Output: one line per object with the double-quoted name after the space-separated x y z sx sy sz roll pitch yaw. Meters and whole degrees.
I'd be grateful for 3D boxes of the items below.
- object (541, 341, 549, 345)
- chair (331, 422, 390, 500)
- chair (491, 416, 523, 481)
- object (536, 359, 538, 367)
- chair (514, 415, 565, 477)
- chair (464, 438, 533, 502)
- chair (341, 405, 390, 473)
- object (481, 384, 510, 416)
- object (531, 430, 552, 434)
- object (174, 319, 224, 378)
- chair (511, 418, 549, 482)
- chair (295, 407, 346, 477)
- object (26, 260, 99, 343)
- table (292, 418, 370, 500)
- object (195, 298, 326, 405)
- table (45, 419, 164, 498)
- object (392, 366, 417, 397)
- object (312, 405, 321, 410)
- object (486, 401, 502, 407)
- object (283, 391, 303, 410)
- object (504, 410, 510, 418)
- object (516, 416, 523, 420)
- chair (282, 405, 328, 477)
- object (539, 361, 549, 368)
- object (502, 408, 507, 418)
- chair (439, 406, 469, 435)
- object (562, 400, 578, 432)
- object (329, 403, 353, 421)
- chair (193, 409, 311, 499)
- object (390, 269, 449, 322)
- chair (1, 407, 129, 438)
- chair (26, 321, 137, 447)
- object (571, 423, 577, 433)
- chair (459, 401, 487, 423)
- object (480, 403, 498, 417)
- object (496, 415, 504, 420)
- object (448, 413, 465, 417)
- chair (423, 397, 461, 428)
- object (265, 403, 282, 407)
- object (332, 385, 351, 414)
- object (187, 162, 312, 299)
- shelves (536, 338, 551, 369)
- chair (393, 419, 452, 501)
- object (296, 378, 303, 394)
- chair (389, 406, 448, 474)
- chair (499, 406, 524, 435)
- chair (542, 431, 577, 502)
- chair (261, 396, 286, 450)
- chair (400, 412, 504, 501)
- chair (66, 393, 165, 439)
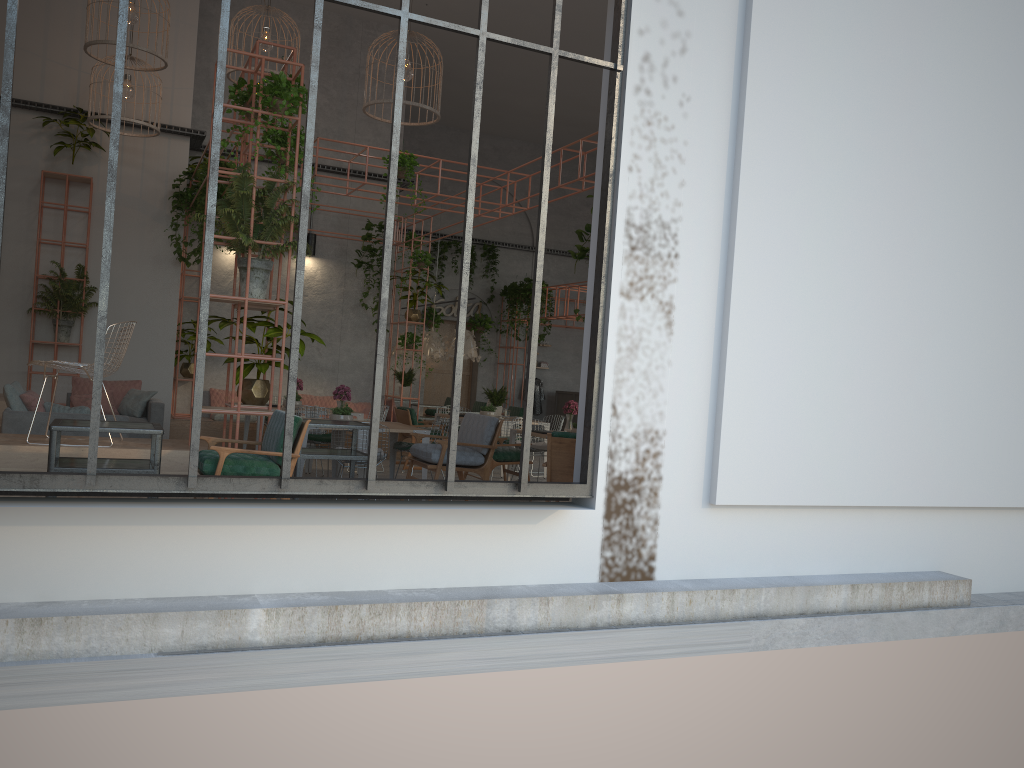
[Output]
0.809 -1.033 22.158 0.263 0.101 0.013 4 0 -24 "object"
-1.530 0.826 8.856 0.565 0.941 0.717 4 0 -8 "chair"
-0.094 0.906 12.515 0.565 0.941 0.717 4 0 -8 "chair"
0.600 -0.531 22.079 0.081 0.204 0.081 4 0 -24 "object"
0.425 0.935 13.776 0.717 0.941 0.565 4 0 -28 "chair"
-0.192 0.917 10.523 0.685 0.917 0.722 4 0 -24 "chair"
-2.138 0.758 12.608 0.717 0.941 0.565 4 0 -28 "chair"
-0.240 0.254 13.370 0.438 0.527 0.368 4 0 -24 "object"
0.400 0.592 10.792 0.268 0.031 0.427 4 0 -24 "object"
-4.826 -0.548 13.369 0.934 0.919 0.903 4 0 37 "object"
0.297 0.940 11.675 0.565 0.941 0.717 4 0 -23 "chair"
-2.303 0.759 10.543 0.565 0.941 0.717 4 0 -23 "chair"
-6.135 -1.119 12.161 0.894 1.097 0.900 4 0 5 "object"
-1.538 0.711 7.333 0.635 0.798 0.602 4 0 -24 "table"
-2.067 -0.282 7.396 0.934 0.923 0.903 4 0 32 "object"
-2.562 0.649 5.571 0.635 0.798 0.602 4 0 -24 "table"
-1.795 -0.043 14.822 0.438 0.527 0.368 4 0 -24 "object"
-2.659 0.318 12.060 0.115 0.078 0.115 4 0 -19 "object"
-0.277 0.366 13.697 0.241 0.313 0.241 4 0 21 "object"
-2.910 0.214 11.770 0.248 0.247 0.254 4 0 -24 "object"
-0.074 0.466 13.645 0.095 0.119 0.095 4 0 0 "object"
0.164 0.523 13.630 0.218 0.041 0.218 4 0 -16 "object"
-2.658 0.728 11.346 0.565 0.941 0.717 4 0 -8 "chair"
0.793 -0.484 22.168 0.219 0.149 0.129 4 0 -24 "object"
-0.193 0.443 13.825 0.165 0.154 0.210 4 0 -35 "object"
-0.867 0.839 14.202 0.565 0.941 0.717 4 0 -23 "chair"
0.742 0.410 11.206 0.213 0.414 0.225 4 0 -32 "object"
-1.783 0.312 9.281 0.247 0.247 0.252 4 0 -25 "object"
-1.775 0.640 5.933 0.685 0.929 0.722 4 0 -24 "chair"
-1.562 -1.497 14.780 0.934 0.947 0.903 4 0 27 "object"
-4.242 0.524 8.472 1.056 0.586 1.127 4 0 -24 "chair"
-3.216 -0.028 6.604 0.717 0.941 0.565 4 0 -16 "chair"
0.815 0.517 10.413 0.247 0.247 0.252 4 0 -25 "object"
-0.883 0.821 18.458 0.685 0.930 0.722 4 0 -24 "chair"
-0.346 0.391 12.938 0.248 0.247 0.254 4 0 -24 "object"
-0.176 0.490 13.192 0.115 0.078 0.115 4 0 -19 "object"
-0.762 0.466 13.319 0.268 0.031 0.427 4 0 -24 "object"
-1.597 0.758 20.036 0.685 0.930 0.722 4 0 -24 "chair"
-3.326 0.289 12.150 0.268 0.031 0.427 4 0 -24 "object"
-1.919 0.213 9.993 0.213 0.414 0.225 4 0 -32 "object"
-1.989 -1.211 6.946 0.894 1.101 0.900 4 0 30 "object"
0.678 -0.780 22.087 0.560 0.790 0.186 4 0 -24 "shelves"
-1.010 0.856 10.118 0.717 0.941 0.565 4 0 -28 "chair"
-3.049 0.115 12.487 0.213 0.414 0.225 4 0 -32 "object"
-1.356 0.816 13.050 0.685 0.917 0.722 4 0 -24 "chair"
-0.153 0.884 16.846 0.685 0.929 0.722 4 0 -24 "chair"
0.617 0.816 6.450 0.722 0.917 0.685 4 0 16 "chair"
-3.431 0.661 13.033 0.565 0.941 0.717 4 0 -23 "chair"
-0.532 0.718 7.780 0.685 0.929 0.722 4 0 -24 "chair"
-4.979 0.497 11.078 1.127 0.672 1.052 4 0 -24 "chair"
